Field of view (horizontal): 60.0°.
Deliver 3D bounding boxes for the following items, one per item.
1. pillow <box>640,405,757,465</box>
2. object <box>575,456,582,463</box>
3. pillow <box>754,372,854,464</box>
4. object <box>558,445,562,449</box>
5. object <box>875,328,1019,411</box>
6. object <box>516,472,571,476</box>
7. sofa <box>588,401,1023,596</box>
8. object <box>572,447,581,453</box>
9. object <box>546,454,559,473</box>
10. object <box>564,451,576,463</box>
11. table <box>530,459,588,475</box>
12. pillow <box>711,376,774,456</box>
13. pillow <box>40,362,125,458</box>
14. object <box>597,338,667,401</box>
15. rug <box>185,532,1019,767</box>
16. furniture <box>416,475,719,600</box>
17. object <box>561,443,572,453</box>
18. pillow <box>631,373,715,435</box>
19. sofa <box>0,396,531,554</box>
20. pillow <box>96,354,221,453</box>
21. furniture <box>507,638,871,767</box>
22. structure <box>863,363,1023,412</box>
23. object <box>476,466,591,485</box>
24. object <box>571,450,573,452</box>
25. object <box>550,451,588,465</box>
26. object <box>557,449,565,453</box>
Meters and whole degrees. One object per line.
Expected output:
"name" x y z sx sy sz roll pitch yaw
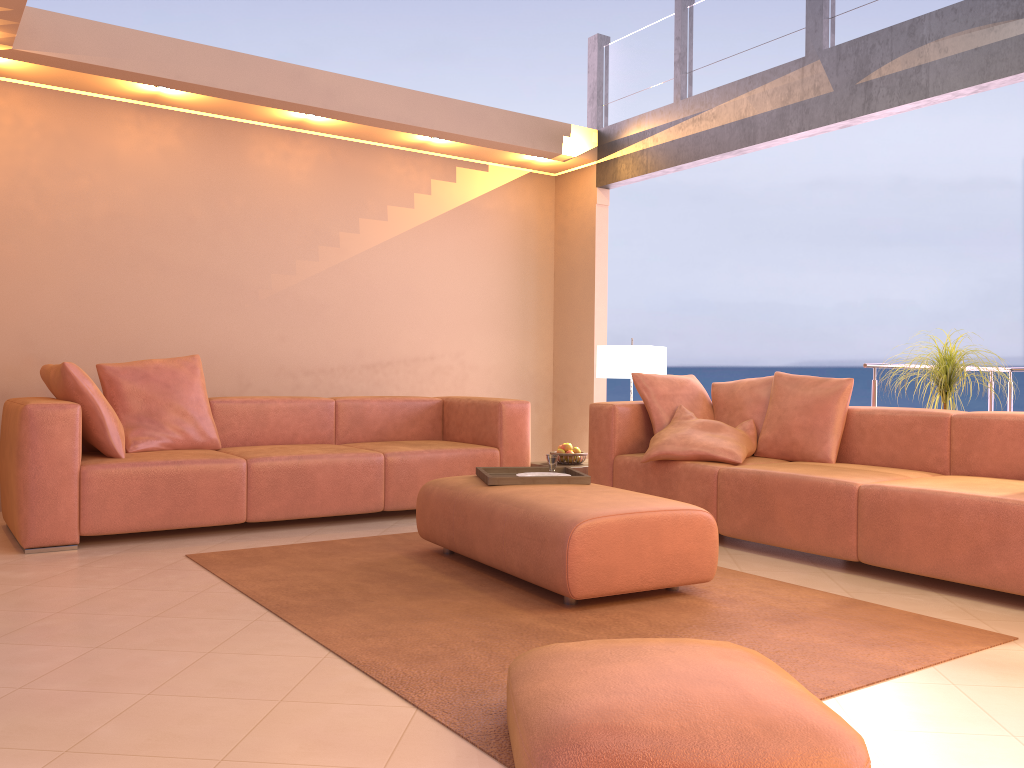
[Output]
"pillow" 0.985 0.261 4.623 0.517 0.292 0.514 1 0 25
"object" 0.409 0.462 5.467 0.046 0.046 0.055 1 0 33
"pillow" 1.500 0.170 4.552 0.211 0.468 0.470 0 0 -39
"object" 0.311 0.402 5.528 0.047 0.046 0.054 1 0 42
"object" 2.369 0.242 4.861 0.703 1.088 0.729 1 0 24
"object" 0.137 0.405 3.858 0.240 0.018 0.240 1 0 20
"sofa" 1.570 0.446 4.177 0.943 0.672 2.781 0 0 -34
"object" 0.398 0.414 5.465 0.051 0.053 0.045 1 0 -11
"object" 0.184 0.369 4.047 0.061 0.091 0.061 1 0 40
"object" 0.356 0.446 5.442 0.072 0.076 0.074 0 0 -24
"table" 0.562 0.630 5.647 0.918 0.268 0.412 0 0 -34
"pillow" 1.282 0.164 4.878 0.492 0.446 0.255 1 0 39
"pillow" -2.098 0.139 4.382 0.335 0.486 0.554 0 0 -38
"object" 0.788 0.097 5.840 0.344 0.799 0.344 1 0 34
"rug" 0.069 0.768 3.309 1.833 0.005 2.626 0 0 -34
"furniture" 0.163 0.569 3.652 0.685 0.301 1.291 0 0 -29
"object" 0.338 0.395 5.482 0.069 0.061 0.068 1 0 17
"pillow" 0.959 0.166 5.019 0.519 0.455 0.314 0 0 -38
"sofa" -1.263 0.411 5.010 2.781 0.672 0.943 0 0 -34
"pillow" -1.887 0.098 4.754 0.302 0.528 0.582 1 0 39
"furniture" 0.326 0.698 1.859 0.659 0.226 0.699 1 0 -4
"structure" 3.859 0.176 3.913 1.663 0.541 4.176 0 0 -34
"object" 0.082 0.401 3.897 0.436 0.034 0.421 1 0 -9
"object" 0.373 0.446 5.515 0.076 0.065 0.077 0 0 -23
"object" 0.352 0.459 5.497 0.235 0.071 0.235 0 0 -42
"object" 0.300 0.422 5.454 0.055 0.047 0.045 1 0 33
